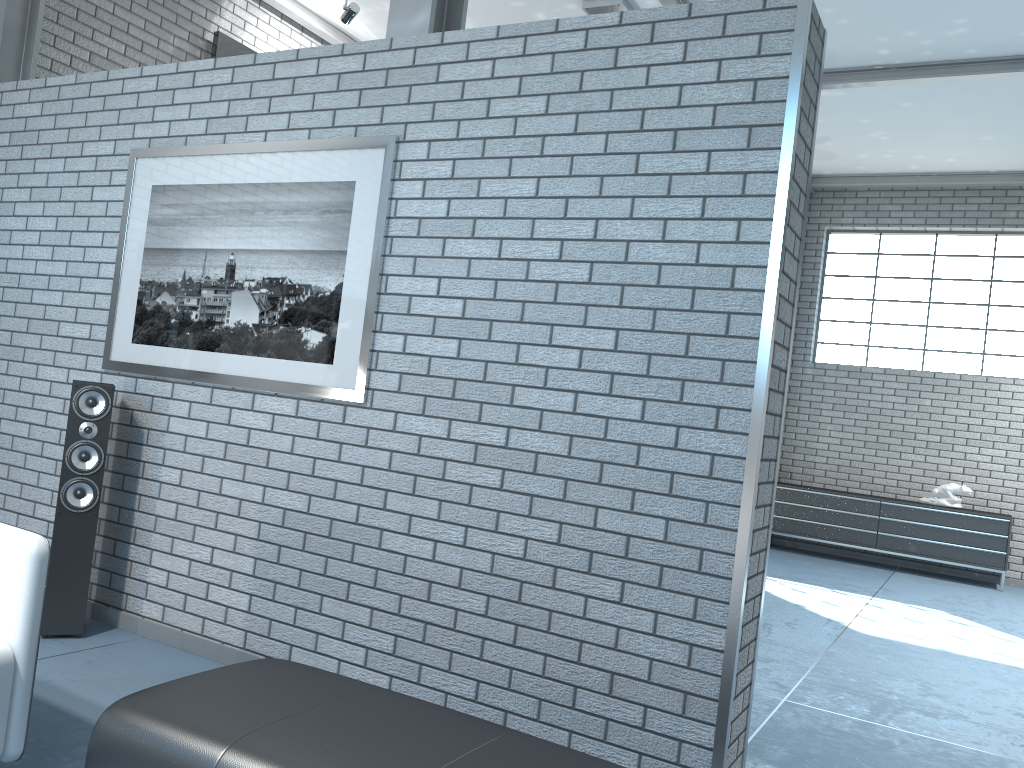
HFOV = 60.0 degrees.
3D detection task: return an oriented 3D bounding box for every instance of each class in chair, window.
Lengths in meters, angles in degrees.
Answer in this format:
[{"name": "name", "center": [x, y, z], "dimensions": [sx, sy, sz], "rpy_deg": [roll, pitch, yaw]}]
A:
[{"name": "chair", "center": [-1.848, 0.623, 2.292], "dimensions": [0.919, 0.661, 0.767], "rpy_deg": [6, -2, 31]}, {"name": "window", "center": [4.375, -0.852, 9.290], "dimensions": [2.200, 1.500, 0.100], "rpy_deg": [6, -2, 29]}]

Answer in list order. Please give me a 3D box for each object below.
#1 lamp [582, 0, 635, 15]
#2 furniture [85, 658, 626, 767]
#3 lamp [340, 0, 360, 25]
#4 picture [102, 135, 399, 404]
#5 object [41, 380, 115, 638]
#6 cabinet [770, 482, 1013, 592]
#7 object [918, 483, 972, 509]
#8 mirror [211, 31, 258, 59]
[{"name": "lamp", "center": [0.639, -2.197, 6.180], "dimensions": [0.300, 0.872, 0.639], "rpy_deg": [6, -2, 29]}, {"name": "furniture", "center": [-0.319, 0.979, 2.131], "dimensions": [1.291, 0.301, 0.685], "rpy_deg": [6, -2, 29]}, {"name": "lamp", "center": [-1.146, -2.694, 6.200], "dimensions": [0.137, 0.311, 0.166], "rpy_deg": [8, -2, -36]}, {"name": "picture", "center": [-1.140, -0.497, 3.672], "dimensions": [1.490, 1.015, 0.020], "rpy_deg": [6, -2, 29]}, {"name": "object", "center": [-1.818, 0.513, 3.712], "dimensions": [0.159, 1.045, 0.254], "rpy_deg": [8, -2, -26]}, {"name": "cabinet", "center": [3.693, 1.483, 8.894], "dimensions": [2.250, 0.682, 0.510], "rpy_deg": [6, -2, 29]}, {"name": "object", "center": [4.223, 1.076, 8.642], "dimensions": [0.151, 0.244, 0.496], "rpy_deg": [8, -2, -37]}, {"name": "mirror", "center": [-1.461, -0.585, 7.623], "dimensions": [0.050, 3.500, 3.400], "rpy_deg": [6, -2, 29]}]
